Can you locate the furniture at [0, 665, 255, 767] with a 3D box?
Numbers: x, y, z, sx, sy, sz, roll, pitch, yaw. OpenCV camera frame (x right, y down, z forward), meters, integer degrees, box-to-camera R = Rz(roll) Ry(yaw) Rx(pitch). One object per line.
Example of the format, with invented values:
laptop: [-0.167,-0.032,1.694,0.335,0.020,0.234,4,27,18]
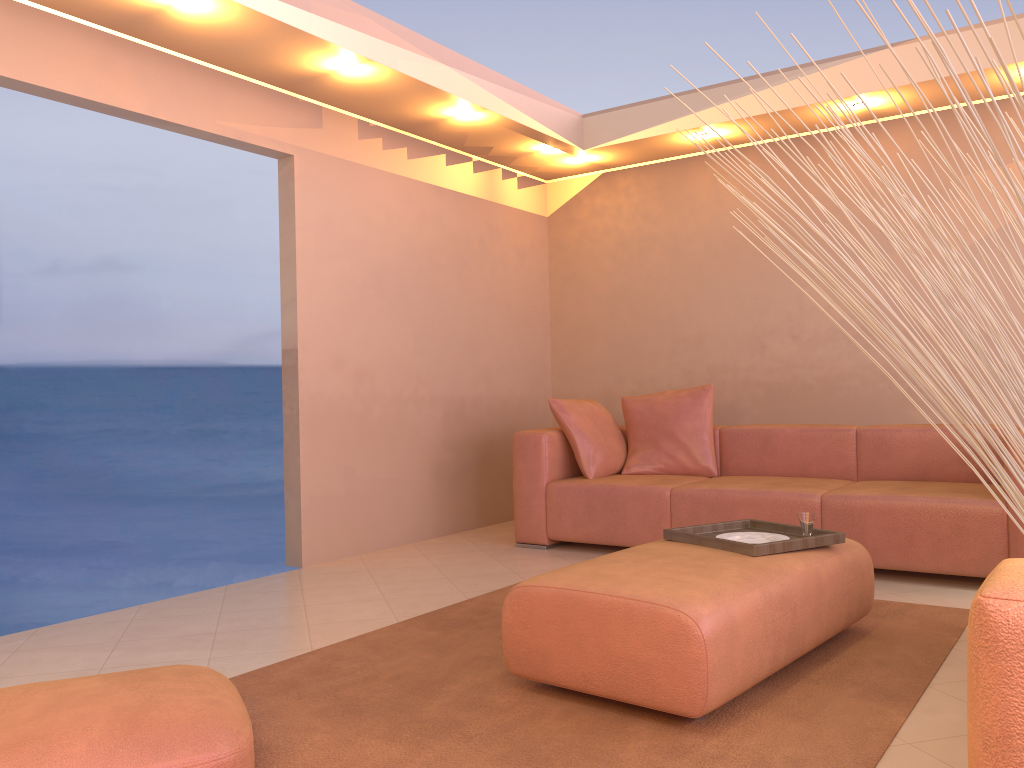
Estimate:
furniture: [-0.984,0.835,2.079,0.699,0.226,0.659,-1,-1,-25]

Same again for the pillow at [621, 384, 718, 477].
pillow: [0.912,0.271,5.198,0.582,0.528,0.302,-2,-1,18]

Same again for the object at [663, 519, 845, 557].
object: [0.824,0.521,3.045,0.421,0.034,0.436,-1,-1,-30]

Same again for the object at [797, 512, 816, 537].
object: [1.000,0.484,3.005,0.061,0.091,0.061,-2,-1,19]

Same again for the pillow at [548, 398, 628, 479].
pillow: [0.489,0.323,5.261,0.335,0.486,0.554,-2,-1,31]

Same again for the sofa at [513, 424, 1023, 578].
sofa: [1.381,0.561,4.700,2.781,0.672,0.943,-2,-1,35]

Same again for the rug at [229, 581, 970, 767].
rug: [0.279,0.895,2.838,1.833,0.005,2.626,-2,-1,35]

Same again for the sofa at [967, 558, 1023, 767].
sofa: [1.619,0.515,1.757,0.943,0.672,2.781,-2,-1,35]

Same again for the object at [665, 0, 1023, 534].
object: [0.478,0.090,0.425,0.703,0.634,0.700,-1,-1,-9]

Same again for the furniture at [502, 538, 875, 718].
furniture: [0.628,0.689,2.878,0.685,0.301,1.291,-2,-1,40]

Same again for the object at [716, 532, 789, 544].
object: [0.808,0.524,2.980,0.240,0.018,0.240,-1,-1,-2]
